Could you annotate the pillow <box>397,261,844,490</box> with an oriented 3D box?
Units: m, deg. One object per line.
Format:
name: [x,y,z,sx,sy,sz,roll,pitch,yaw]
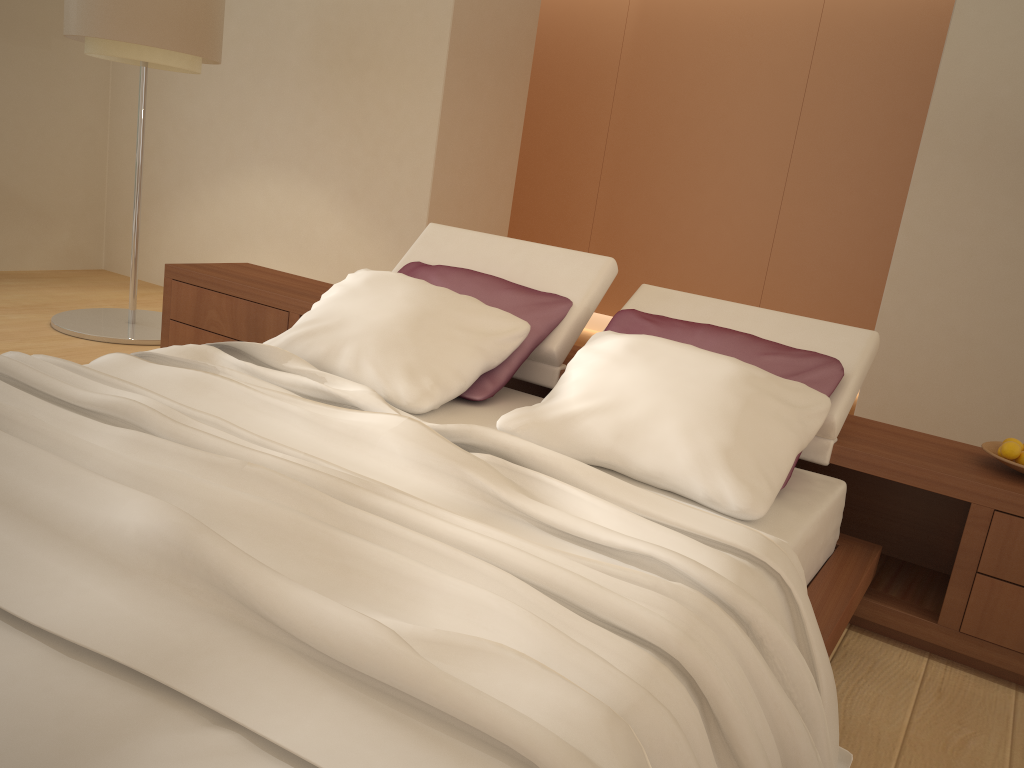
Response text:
pillow: [0.146,-0.098,2.876,1.683,0.369,0.575,16,15,29]

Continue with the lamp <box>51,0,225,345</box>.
lamp: [-2.013,-1.287,4.807,0.817,2.018,0.817,4,14,-17]

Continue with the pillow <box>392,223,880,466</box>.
pillow: [0.318,-0.211,3.141,1.779,0.457,0.461,16,15,28]

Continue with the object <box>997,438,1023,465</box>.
object: [1.527,0.216,2.567,0.259,0.084,0.230,8,13,-1]

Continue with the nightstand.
nightstand: [0.288,0.192,3.288,4.220,0.539,0.493,16,15,29]

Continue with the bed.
bed: [-0.396,0.369,2.058,2.599,0.570,2.535,16,15,29]

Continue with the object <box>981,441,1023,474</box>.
object: [1.540,0.245,2.570,0.337,0.053,0.337,21,18,42]

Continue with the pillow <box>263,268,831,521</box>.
pillow: [0.010,-0.049,2.646,1.720,0.339,0.561,16,15,29]
